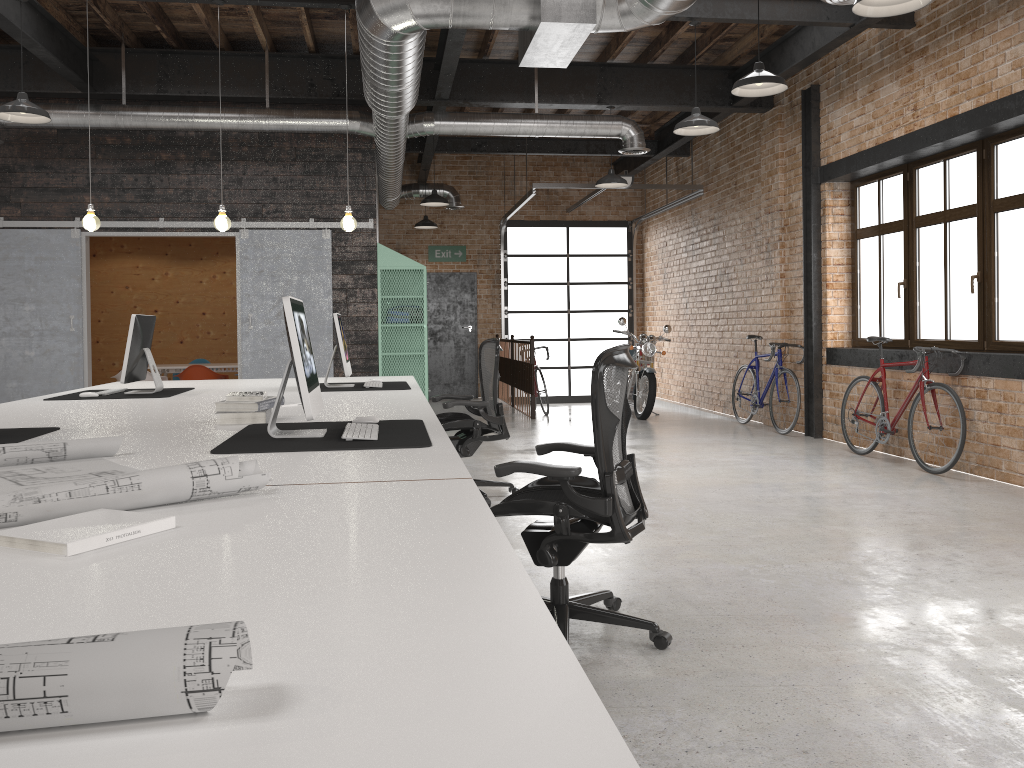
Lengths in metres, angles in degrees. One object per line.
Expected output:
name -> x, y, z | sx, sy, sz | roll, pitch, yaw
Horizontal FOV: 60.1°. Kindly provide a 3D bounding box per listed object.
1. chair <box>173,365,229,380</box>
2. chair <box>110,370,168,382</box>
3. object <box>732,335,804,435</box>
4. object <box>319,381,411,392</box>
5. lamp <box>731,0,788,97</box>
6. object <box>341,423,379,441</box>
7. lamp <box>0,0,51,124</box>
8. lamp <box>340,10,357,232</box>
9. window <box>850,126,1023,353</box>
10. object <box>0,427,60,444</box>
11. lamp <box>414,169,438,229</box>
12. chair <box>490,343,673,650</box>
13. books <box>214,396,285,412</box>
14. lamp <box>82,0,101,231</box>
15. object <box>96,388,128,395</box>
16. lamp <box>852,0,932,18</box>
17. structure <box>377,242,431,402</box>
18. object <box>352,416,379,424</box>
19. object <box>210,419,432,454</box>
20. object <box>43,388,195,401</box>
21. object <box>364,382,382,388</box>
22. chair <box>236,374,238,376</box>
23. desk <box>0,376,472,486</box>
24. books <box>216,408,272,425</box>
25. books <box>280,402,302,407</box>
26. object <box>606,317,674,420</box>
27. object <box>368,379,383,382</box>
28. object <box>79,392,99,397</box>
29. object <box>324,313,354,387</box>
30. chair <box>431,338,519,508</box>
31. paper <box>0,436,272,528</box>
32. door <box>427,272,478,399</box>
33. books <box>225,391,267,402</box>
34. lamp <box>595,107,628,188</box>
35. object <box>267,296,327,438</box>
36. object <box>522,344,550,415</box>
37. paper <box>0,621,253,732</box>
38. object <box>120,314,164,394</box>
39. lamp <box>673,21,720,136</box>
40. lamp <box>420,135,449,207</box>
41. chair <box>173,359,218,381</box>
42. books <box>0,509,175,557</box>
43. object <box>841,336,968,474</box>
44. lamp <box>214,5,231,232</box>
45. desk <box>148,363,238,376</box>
chair -> -3.705, 0.147, 10.576 | 0.618, 0.777, 0.581 | -1, 2, -13
chair -> -4.404, 0.163, 10.477 | 0.618, 0.777, 0.581 | -1, 2, -13
object -> 2.777, -0.023, 9.797 | 0.401, 1.039, 1.740 | -1, 3, -13
object -> -1.036, 0.017, 5.914 | 0.687, 0.008, 0.849 | -1, 4, -9
lamp -> 1.627, -2.624, 5.851 | 0.362, 1.362, 0.362 | -1, 1, -1
object -> -0.536, 0.168, 3.152 | 0.118, 0.017, 0.439 | -1, 4, -8
lamp -> -3.512, -2.333, 6.347 | 0.362, 0.856, 0.362 | -1, 1, 9
lamp -> -1.244, -1.988, 6.679 | 0.123, 1.677, 0.123 | -1, 1, -10
window -> 3.978, -0.940, 4.574 | 0.147, 1.689, 8.647 | -1, 3, -8
object -> -2.057, 0.207, 3.052 | 0.687, 0.008, 0.849 | -1, 4, -9
lamp -> -1.313, -3.041, 13.427 | 0.362, 1.337, 0.362 | -1, 1, -31
chair -> 0.171, 0.397, 3.235 | 0.792, 1.085, 0.771 | -1, 2, 1
books -> -1.106, 0.083, 3.745 | 0.193, 0.044, 0.258 | 0, 3, 9
lamp -> -3.066, -1.948, 6.422 | 0.123, 1.677, 0.123 | -1, 1, -10
object -> -2.511, 0.048, 5.503 | 0.118, 0.017, 0.439 | -1, 4, -8
lamp -> 1.847, -2.279, 4.318 | 0.362, 0.856, 0.362 | 0, 1, 15
structure -> -1.247, -0.522, 10.181 | 0.556, 2.099, 1.119 | -1, 1, -8
object -> -0.575, 0.142, 3.478 | 0.106, 0.028, 0.059 | -1, 3, -9
object -> -0.650, 0.181, 3.174 | 0.687, 0.008, 0.849 | -1, 4, -8
object -> -2.402, 0.060, 5.498 | 0.687, 0.008, 0.849 | -1, 4, -9
object -> -0.922, 0.003, 5.892 | 0.118, 0.017, 0.439 | -1, 4, -8
chair -> -3.015, 0.132, 10.673 | 0.618, 0.777, 0.581 | -1, 2, -13
desk -> -1.596, 0.493, 4.593 | 2.312, 0.769, 5.118 | -1, 4, -8
books -> -1.125, 0.132, 3.727 | 0.200, 0.050, 0.272 | -1, 3, -11
books -> -1.218, 0.102, 4.487 | 0.243, 0.019, 0.205 | 1, 4, 29
object -> 1.650, -0.233, 12.109 | 0.813, 1.358, 2.179 | -1, 3, -20
object -> -0.961, -0.023, 6.218 | 0.106, 0.028, 0.059 | -1, 3, -9
object -> -2.472, 0.062, 5.177 | 0.106, 0.028, 0.059 | -1, 3, -7
object -> -1.149, -0.226, 5.884 | 0.189, 0.485, 0.484 | -1, 2, -8
chair -> -0.337, 0.234, 5.974 | 0.793, 1.085, 0.771 | -2, 2, -29
paper -> -1.254, 0.220, 2.103 | 0.976, 0.105, 1.075 | -4, 5, -44
door -> -1.073, -0.805, 14.734 | 0.998, 2.098, 0.218 | -1, 1, -8
books -> -1.121, 0.052, 3.743 | 0.153, 0.030, 0.185 | -1, 4, -10
lamp -> 1.087, -2.602, 9.707 | 0.362, 0.856, 0.362 | -1, 1, -31
object -> -0.763, -0.062, 3.144 | 0.189, 0.485, 0.484 | -1, 2, -8
object -> 0.307, -0.081, 12.827 | 0.410, 1.032, 1.737 | -1, 3, -2
paper -> -0.814, 0.296, 0.760 | 1.134, 0.082, 0.083 | -2, 2, -13
object -> -2.290, -0.188, 5.506 | 0.189, 0.485, 0.484 | -1, 2, -8
lamp -> 1.462, -2.442, 7.047 | 0.362, 0.856, 0.362 | -1, 1, 9
lamp -> -0.968, -2.894, 10.982 | 0.362, 1.337, 0.362 | -1, 1, -31
chair -> -4.434, 0.040, 12.471 | 0.618, 0.777, 0.581 | -1, 2, -13
books -> -0.785, 0.270, 1.632 | 0.200, 0.024, 0.235 | 1, 4, 25
object -> 3.137, 0.131, 7.238 | 0.401, 1.039, 1.740 | -1, 3, -13
lamp -> -2.155, -1.968, 6.551 | 0.123, 1.677, 0.123 | -1, 1, -10
desk -> -3.886, 0.114, 11.527 | 1.999, 0.731, 0.999 | -1, 3, -8
